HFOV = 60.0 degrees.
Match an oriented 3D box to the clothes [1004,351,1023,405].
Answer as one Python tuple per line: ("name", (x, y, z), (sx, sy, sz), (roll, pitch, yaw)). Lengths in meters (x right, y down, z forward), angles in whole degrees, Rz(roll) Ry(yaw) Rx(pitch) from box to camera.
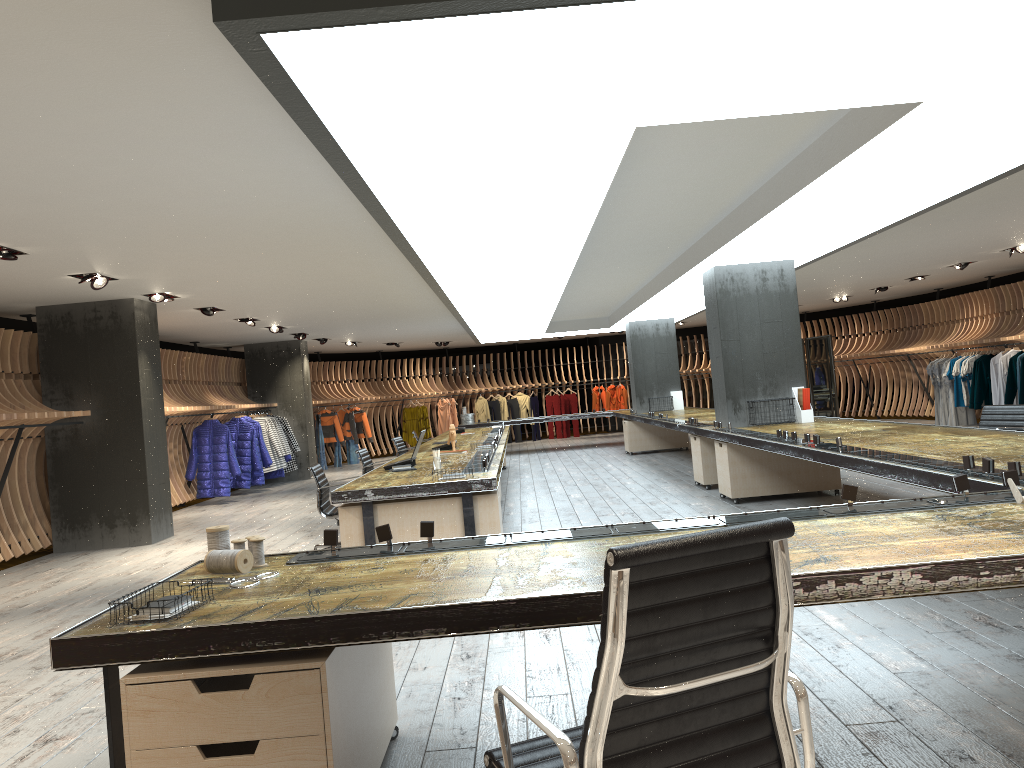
("clothes", (8.434, -0.016, 14.414), (0.913, 1.082, 0.238), (-5, -2, 5))

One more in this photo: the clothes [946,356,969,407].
("clothes", (8.383, -0.043, 16.324), (0.737, 0.971, 0.167), (-5, -2, 9))

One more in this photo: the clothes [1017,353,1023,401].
("clothes", (8.443, -0.048, 14.184), (0.715, 1.088, 0.256), (-5, -2, -4))

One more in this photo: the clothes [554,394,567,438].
("clothes", (1.334, 0.940, 24.496), (0.093, 1.338, 0.551), (-4, -2, -30))

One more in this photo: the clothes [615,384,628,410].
("clothes", (3.003, 0.444, 24.408), (0.201, 0.881, 0.839), (-4, -1, -20))

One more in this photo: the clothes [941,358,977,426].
("clothes", (8.456, 0.207, 16.765), (0.677, 1.435, 0.203), (-5, -2, -15))

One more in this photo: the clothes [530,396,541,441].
("clothes", (0.645, 0.991, 24.406), (0.087, 1.353, 0.539), (-6, -2, 25))

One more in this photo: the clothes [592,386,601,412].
("clothes", (2.328, 0.504, 24.497), (0.200, 0.881, 0.839), (-5, -1, 15))

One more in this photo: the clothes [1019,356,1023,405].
("clothes", (8.438, -0.021, 14.059), (0.913, 1.082, 0.238), (-5, -2, 0))

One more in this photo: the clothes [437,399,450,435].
("clothes", (-1.795, 0.966, 23.407), (0.447, 1.156, 0.125), (-6, -2, 35))

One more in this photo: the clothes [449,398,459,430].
("clothes", (-1.557, 0.947, 23.557), (0.125, 1.156, 0.447), (-4, -2, -35))

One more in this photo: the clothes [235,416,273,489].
("clothes", (-4.651, 1.189, 15.496), (0.883, 1.246, 0.249), (-5, -2, -3))

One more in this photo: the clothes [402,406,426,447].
("clothes", (-2.535, 1.088, 22.795), (0.664, 1.045, 0.168), (-6, -2, 31))

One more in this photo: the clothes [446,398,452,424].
("clothes", (-1.698, 0.959, 23.473), (0.125, 1.156, 0.447), (-4, -2, -30))

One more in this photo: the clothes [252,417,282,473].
("clothes", (-4.575, 1.123, 16.176), (0.752, 1.062, 0.128), (-5, -2, -1))

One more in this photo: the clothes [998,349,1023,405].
("clothes", (8.404, -0.027, 14.749), (0.733, 1.107, 0.165), (-5, -2, 0))

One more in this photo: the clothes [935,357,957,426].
("clothes", (8.458, 0.208, 16.900), (0.677, 1.435, 0.204), (-5, -2, 15))

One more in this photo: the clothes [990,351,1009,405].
("clothes", (8.462, -0.030, 14.939), (0.733, 1.107, 0.165), (-5, -2, 5))

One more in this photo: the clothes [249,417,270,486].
("clothes", (-4.728, 1.200, 15.675), (0.885, 1.239, 0.245), (-5, -2, -3))

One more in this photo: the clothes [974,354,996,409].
("clothes", (8.440, -0.002, 15.355), (0.913, 1.082, 0.238), (-5, -2, 5))

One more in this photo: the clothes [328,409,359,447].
("clothes", (-3.986, 1.015, 20.899), (0.839, 0.881, 0.201), (-5, -2, 20))

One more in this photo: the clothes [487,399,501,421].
("clothes", (-0.495, 1.091, 24.063), (0.539, 1.353, 0.087), (-6, -2, 35))

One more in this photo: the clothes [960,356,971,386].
("clothes", (8.466, -0.073, 15.988), (0.742, 0.939, 0.161), (-5, -2, -6))

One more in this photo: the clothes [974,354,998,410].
("clothes", (8.448, -0.002, 15.442), (0.913, 1.082, 0.238), (-5, -2, 0))

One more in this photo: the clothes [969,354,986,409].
("clothes", (8.441, 0.000, 15.565), (0.913, 1.082, 0.238), (-5, -2, 0))

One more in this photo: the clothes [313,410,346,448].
("clothes", (-4.268, 1.031, 20.409), (0.839, 0.881, 0.201), (-5, -2, 15))

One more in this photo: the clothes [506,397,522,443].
("clothes", (-0.007, 1.050, 24.231), (0.539, 1.353, 0.087), (-6, -2, 25))

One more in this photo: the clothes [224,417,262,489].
("clothes", (-4.809, 1.210, 15.356), (0.880, 1.261, 0.242), (-5, -2, -3))

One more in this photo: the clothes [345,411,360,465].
("clothes", (-3.836, 1.357, 21.175), (0.309, 1.422, 0.200), (-4, -2, -28))

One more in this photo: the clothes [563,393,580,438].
("clothes", (1.621, 0.915, 24.511), (0.551, 1.338, 0.093), (-6, -2, 40))

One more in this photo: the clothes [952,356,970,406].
("clothes", (8.437, -0.064, 16.181), (0.743, 0.931, 0.158), (-5, -2, 4))

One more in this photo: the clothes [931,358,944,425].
("clothes", (8.460, 0.210, 17.041), (0.677, 1.435, 0.203), (-5, -2, -10))

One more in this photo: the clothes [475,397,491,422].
("clothes", (-0.813, 0.790, 23.955), (0.250, 0.890, 0.704), (-4, -2, -39))

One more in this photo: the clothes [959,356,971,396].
("clothes", (8.470, -0.054, 16.129), (0.743, 0.961, 0.167), (-5, -2, -6))

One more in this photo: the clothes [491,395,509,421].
("clothes", (-0.327, 0.749, 24.161), (0.704, 0.890, 0.250), (-6, -2, 41))

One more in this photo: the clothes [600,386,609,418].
("clothes", (2.559, 0.484, 24.530), (0.201, 0.881, 0.839), (-5, -1, 5))

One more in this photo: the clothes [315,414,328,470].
("clothes", (-4.320, 1.386, 20.088), (0.200, 1.422, 0.308), (-4, -2, -23))

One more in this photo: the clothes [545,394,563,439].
("clothes", (1.168, 0.955, 24.482), (0.093, 1.338, 0.551), (-3, -2, -45))

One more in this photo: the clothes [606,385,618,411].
("clothes", (2.763, 0.465, 24.460), (0.200, 0.881, 0.839), (-6, -2, 30))

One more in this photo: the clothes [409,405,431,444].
("clothes", (-2.403, 1.078, 22.922), (0.664, 1.045, 0.168), (-6, -2, 31))

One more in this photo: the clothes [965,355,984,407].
("clothes", (8.423, -0.053, 15.910), (0.743, 0.950, 0.167), (-5, -2, -16))

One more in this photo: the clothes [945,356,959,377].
("clothes", (8.439, -0.062, 16.421), (0.743, 0.931, 0.158), (-6, -2, 24))

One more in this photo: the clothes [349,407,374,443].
("clothes", (-3.746, 0.998, 21.423), (0.839, 0.881, 0.201), (-6, -2, 30))

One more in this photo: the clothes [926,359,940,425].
("clothes", (8.460, 0.211, 17.182), (0.677, 1.435, 0.204), (-5, -2, 15))

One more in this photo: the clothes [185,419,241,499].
("clothes", (-4.739, 1.180, 13.963), (0.885, 1.239, 0.245), (-5, -2, -3))

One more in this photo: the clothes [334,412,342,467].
("clothes", (-4.094, 1.373, 20.638), (0.200, 1.422, 0.308), (-5, -2, -8))

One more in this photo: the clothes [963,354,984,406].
("clothes", (8.406, -0.069, 15.724), (0.734, 0.938, 0.164), (-5, -2, 4))

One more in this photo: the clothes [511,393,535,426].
("clothes", (0.248, 0.699, 24.321), (0.704, 0.890, 0.250), (-6, -2, 21))
